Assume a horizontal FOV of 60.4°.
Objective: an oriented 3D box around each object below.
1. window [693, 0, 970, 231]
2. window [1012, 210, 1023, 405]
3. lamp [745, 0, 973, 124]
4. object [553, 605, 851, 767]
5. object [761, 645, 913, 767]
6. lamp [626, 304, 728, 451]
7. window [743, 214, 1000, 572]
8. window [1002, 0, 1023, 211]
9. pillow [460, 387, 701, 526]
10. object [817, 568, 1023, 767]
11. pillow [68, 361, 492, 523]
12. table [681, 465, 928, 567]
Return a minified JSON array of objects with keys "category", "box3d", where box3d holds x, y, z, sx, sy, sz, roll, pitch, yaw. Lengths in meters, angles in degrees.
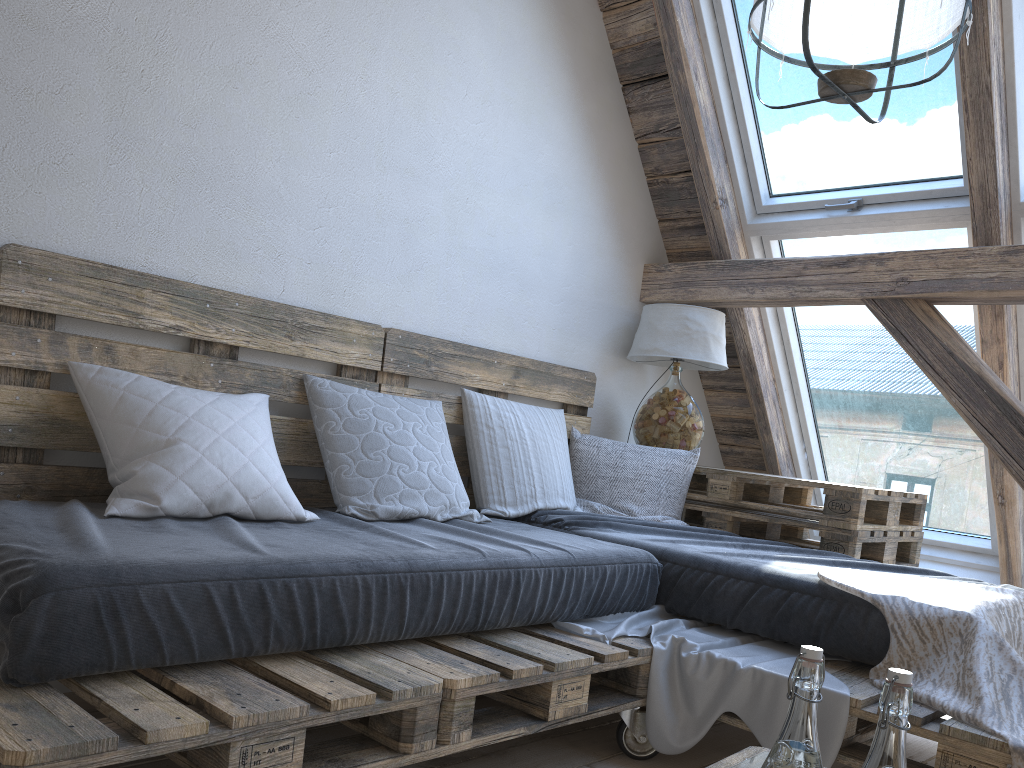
[{"category":"window","box3d":[0.955,-1.253,2.685,0.847,1.282,1.103,8,2,43]},{"category":"window","box3d":[2.154,0.104,2.875,0.847,1.282,1.103,8,2,43]},{"category":"lamp","box3d":[0.734,-1.306,1.647,0.401,1.525,0.404,7,3,-6]},{"category":"object","box3d":[0.476,0.734,2.171,0.704,0.278,0.507,6,-2,27]},{"category":"object","box3d":[0.301,0.387,0.822,0.152,0.269,0.071,9,4,43]},{"category":"lamp","box3d":[0.393,0.343,3.523,0.817,1.291,0.390,8,3,28]},{"category":"window","box3d":[1.486,0.059,3.496,0.847,1.282,1.103,8,2,43]},{"category":"window","box3d":[1.654,-1.202,2.098,0.847,1.282,1.358,8,1,43]},{"category":"pillow","box3d":[0.227,0.274,3.056,0.974,0.401,0.383,8,0,-31]},{"category":"object","box3d":[1.225,0.724,1.846,0.814,0.475,1.004,7,-2,-17]},{"category":"pillow","box3d":[-0.497,0.151,2.227,0.347,0.356,1.138,7,-2,43]},{"category":"table","box3d":[0.941,0.701,3.432,1.008,0.705,0.679,6,0,43]}]
